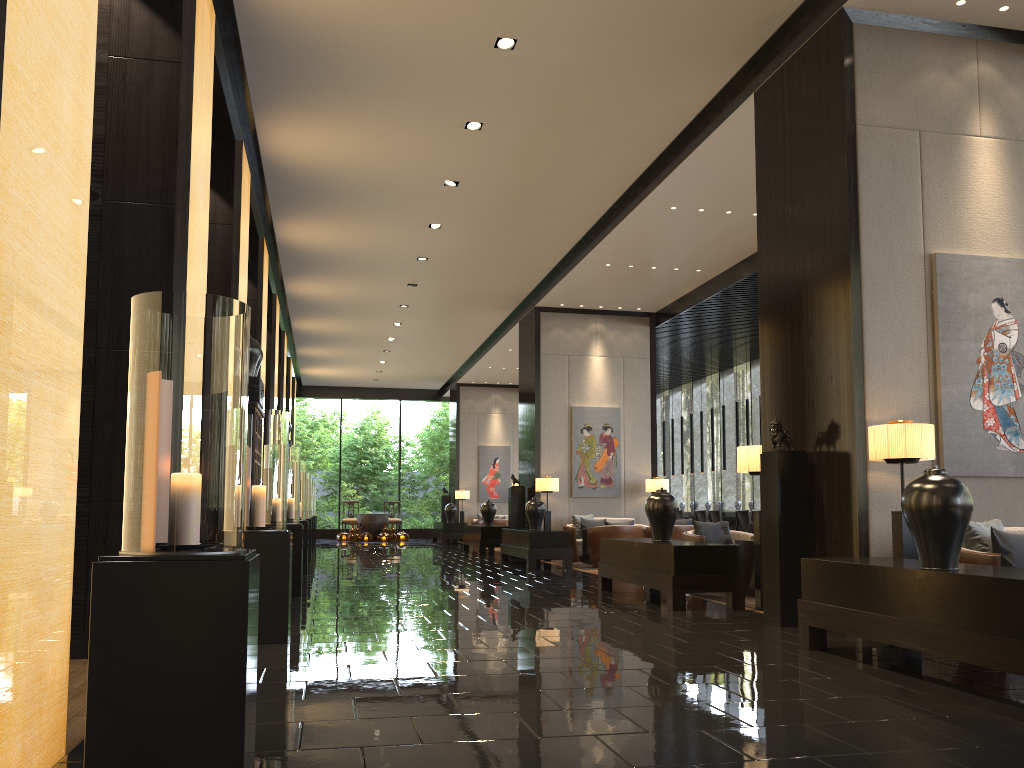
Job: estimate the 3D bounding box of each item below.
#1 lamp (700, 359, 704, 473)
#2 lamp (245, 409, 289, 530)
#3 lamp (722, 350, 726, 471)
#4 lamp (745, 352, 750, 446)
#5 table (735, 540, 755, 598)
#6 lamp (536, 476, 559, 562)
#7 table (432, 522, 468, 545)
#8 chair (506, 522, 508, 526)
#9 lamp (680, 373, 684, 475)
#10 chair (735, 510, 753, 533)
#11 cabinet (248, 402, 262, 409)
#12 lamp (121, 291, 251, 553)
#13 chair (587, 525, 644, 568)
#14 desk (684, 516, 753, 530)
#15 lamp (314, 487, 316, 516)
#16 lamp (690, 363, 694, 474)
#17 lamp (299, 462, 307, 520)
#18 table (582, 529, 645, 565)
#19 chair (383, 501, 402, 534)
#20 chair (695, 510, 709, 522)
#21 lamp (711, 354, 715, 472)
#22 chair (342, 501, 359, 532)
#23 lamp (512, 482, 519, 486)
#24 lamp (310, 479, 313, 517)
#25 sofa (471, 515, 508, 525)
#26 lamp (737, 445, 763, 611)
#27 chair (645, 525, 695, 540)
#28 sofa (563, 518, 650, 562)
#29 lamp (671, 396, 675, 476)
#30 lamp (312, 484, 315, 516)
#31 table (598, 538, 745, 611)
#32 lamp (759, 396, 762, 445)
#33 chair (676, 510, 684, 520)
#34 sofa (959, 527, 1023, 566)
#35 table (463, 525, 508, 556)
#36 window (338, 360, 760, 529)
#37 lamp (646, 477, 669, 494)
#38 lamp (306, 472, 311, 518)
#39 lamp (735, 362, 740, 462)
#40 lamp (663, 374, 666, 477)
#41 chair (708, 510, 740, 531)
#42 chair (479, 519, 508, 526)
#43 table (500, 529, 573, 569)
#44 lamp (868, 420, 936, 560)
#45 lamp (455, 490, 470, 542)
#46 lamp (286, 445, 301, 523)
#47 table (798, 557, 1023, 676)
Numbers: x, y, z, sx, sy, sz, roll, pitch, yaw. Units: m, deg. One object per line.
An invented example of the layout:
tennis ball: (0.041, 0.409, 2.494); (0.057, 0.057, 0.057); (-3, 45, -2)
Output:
lamp: (3.881, 0.615, 18.127); (0.060, 2.408, 0.060); (-4, -7, 43)
lamp: (-1.565, 0.536, 5.486); (0.337, 0.725, 0.338); (5, -7, -39)
lamp: (4.093, 0.470, 17.122); (0.060, 2.408, 0.060); (-4, -7, 43)
lamp: (4.295, 0.333, 16.164); (0.060, 2.408, 0.060); (-4, -7, 43)
table: (2.724, 1.739, 8.363); (1.042, 0.514, 0.579); (2, -7, -12)
lamp: (0.564, 2.150, 14.128); (0.375, 1.344, 0.377); (0, -5, 7)
table: (-1.528, 3.658, 21.764); (0.620, 0.510, 1.972); (2, -8, -12)
chair: (0.260, 3.048, 17.756); (0.804, 0.601, 0.609); (2, -7, -12)
lamp: (3.670, 0.758, 19.122); (0.060, 2.408, 0.060); (-4, -7, 43)
chair: (3.961, 2.479, 14.517); (0.563, 0.823, 0.528); (1, -6, -12)
cabinet: (-3.050, 1.213, 9.696); (0.548, 1.913, 1.194); (1, -6, -12)
lamp: (-0.960, 0.125, 2.622); (0.337, 0.725, 0.338); (5, -7, -39)
chair: (1.479, 2.279, 12.401); (0.804, 0.601, 0.609); (2, -7, -12)
desk: (5.072, 2.013, 11.053); (1.780, 0.755, 28.903); (2, -8, -12)
lamp: (-5.196, 3.004, 22.667); (0.337, 0.725, 0.338); (3, -6, -24)
lamp: (3.775, 0.686, 18.627); (0.060, 2.408, 0.060); (-4, -7, 43)
lamp: (-2.775, 1.359, 11.213); (0.337, 0.725, 0.338); (1, -6, -10)
table: (1.649, 2.470, 13.447); (1.042, 0.514, 0.579); (2, -7, -12)
chair: (-3.366, 3.818, 24.827); (0.520, 1.070, 0.539); (1, -6, -12)
chair: (3.622, 2.710, 16.123); (0.563, 0.823, 0.528); (1, -6, -12)
lamp: (3.987, 0.543, 17.625); (0.060, 2.408, 0.060); (-4, -7, 43)
chair: (-4.470, 3.782, 24.595); (0.520, 1.070, 0.539); (1, -6, -12)
lamp: (0.192, 2.403, 15.892); (0.375, 1.344, 0.377); (0, -5, 7)
lamp: (-3.985, 2.181, 16.940); (0.337, 0.725, 0.338); (1, -6, -10)
sofa: (-0.350, 3.751, 22.961); (1.449, 0.690, 0.606); (2, -7, -12)
lamp: (2.031, 1.169, 7.186); (0.375, 1.312, 0.376); (-3, -6, 32)
chair: (2.316, 2.306, 12.577); (0.804, 0.601, 0.609); (2, -7, -12)
sofa: (1.511, 2.487, 14.160); (1.449, 0.690, 0.606); (2, -7, -12)
lamp: (3.562, 0.831, 19.634); (0.060, 2.408, 0.060); (-4, -7, 43)
lamp: (-4.591, 2.592, 19.803); (0.337, 0.725, 0.338); (1, -6, -10)
table: (1.373, 1.686, 8.038); (0.620, 0.510, 1.972); (2, -8, -12)
lamp: (4.403, 0.260, 15.655); (0.060, 2.408, 0.060); (-4, -7, 43)
chair: (3.401, 2.860, 17.168); (0.563, 0.823, 0.528); (1, -6, -12)
sofa: (3.339, 1.244, 5.507); (1.449, 0.690, 0.606); (2, -7, -12)
table: (-0.474, 2.941, 16.774); (0.620, 0.510, 1.972); (2, -8, -12)
window: (0.783, 0.229, 10.823); (12.056, 4.204, 32.073); (2, -8, -12)
lamp: (2.387, 2.209, 14.511); (0.375, 1.344, 0.377); (0, -5, 7)
lamp: (-3.380, 1.770, 14.076); (0.337, 0.725, 0.338); (1, -6, -10)
lamp: (4.211, 0.390, 16.563); (0.060, 2.408, 0.060); (-4, -7, 43)
lamp: (3.456, 0.903, 20.135); (0.060, 2.408, 0.060); (-4, -7, 43)
chair: (3.740, 2.629, 15.562); (0.563, 0.823, 0.528); (1, -6, -12)
chair: (-0.382, 3.543, 21.203); (0.804, 0.601, 0.609); (2, -7, -12)
table: (0.323, 2.399, 13.004); (0.620, 0.510, 1.972); (2, -8, -12)
lamp: (2.404, 0.901, 5.424); (0.375, 1.341, 0.376); (-4, -7, 39)
lamp: (-1.289, 3.410, 22.898); (0.375, 1.344, 0.376); (-1, -5, 18)
lamp: (-2.170, 0.947, 8.349); (0.337, 0.725, 0.338); (1, -6, -6)
table: (2.170, 1.145, 4.267); (0.620, 0.510, 1.972); (2, -8, -12)
